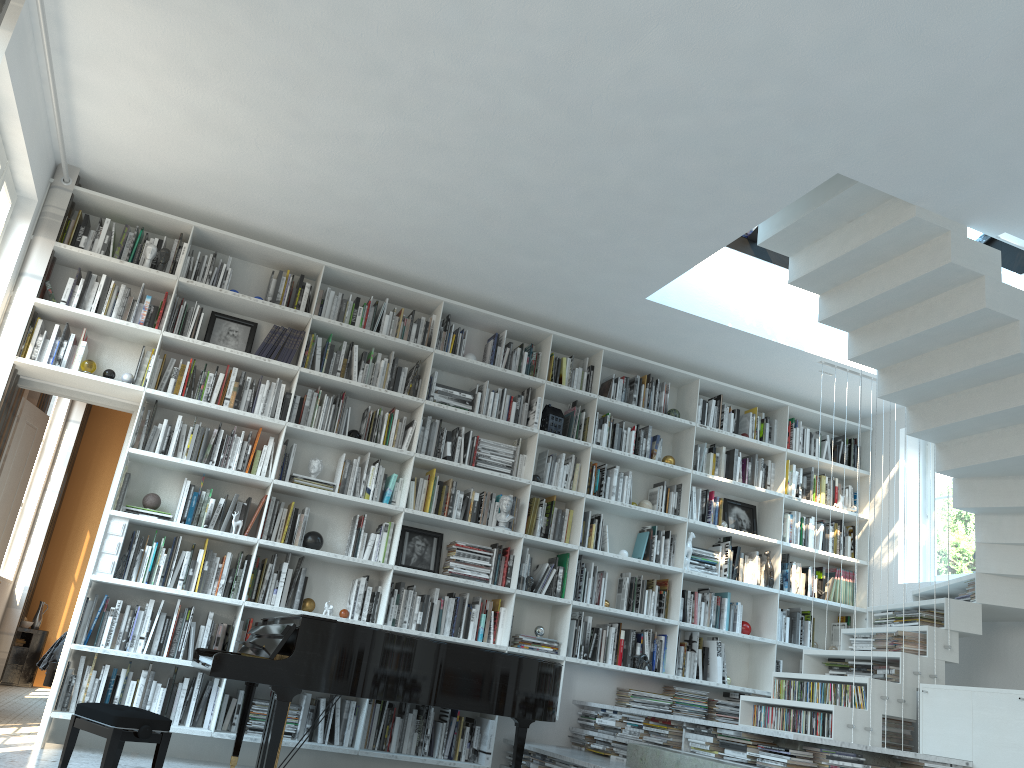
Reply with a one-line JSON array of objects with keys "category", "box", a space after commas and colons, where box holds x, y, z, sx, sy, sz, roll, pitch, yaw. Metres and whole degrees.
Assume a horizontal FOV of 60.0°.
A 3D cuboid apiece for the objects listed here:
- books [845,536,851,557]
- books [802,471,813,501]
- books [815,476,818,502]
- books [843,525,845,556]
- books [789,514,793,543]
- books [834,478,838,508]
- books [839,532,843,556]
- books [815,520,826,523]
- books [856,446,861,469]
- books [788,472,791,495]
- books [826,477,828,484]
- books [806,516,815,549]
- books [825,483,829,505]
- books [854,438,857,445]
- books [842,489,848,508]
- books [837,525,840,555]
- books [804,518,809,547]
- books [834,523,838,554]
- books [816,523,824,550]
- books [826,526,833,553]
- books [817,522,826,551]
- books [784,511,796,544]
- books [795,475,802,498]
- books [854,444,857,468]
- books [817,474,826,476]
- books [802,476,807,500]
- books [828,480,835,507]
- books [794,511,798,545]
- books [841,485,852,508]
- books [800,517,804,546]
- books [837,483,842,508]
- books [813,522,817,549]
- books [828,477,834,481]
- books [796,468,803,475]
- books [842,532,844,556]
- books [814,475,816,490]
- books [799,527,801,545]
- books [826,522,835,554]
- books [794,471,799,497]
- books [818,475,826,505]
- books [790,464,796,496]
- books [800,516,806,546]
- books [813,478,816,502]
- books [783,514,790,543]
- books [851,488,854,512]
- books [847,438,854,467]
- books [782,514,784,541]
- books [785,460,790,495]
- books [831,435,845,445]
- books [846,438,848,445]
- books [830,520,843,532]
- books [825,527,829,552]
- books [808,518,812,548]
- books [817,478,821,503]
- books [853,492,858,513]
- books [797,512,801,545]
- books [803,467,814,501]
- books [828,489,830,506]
[{"category": "books", "box": [2.661, 1.338, 7.171, 0.029, 0.194, 0.192, 15, -20, -19]}, {"category": "books", "box": [2.331, 0.834, 7.083, 0.023, 0.253, 0.190, 15, -20, -19]}, {"category": "books", "box": [2.393, 0.864, 7.117, 0.012, 0.237, 0.166, 15, -20, -19]}, {"category": "books", "box": [2.642, 1.295, 7.192, 0.013, 0.282, 0.149, 15, -19, -19]}, {"category": "books", "box": [2.144, 1.166, 7.001, 0.026, 0.255, 0.174, 15, -20, -19]}, {"category": "books", "box": [2.603, 0.924, 7.271, 0.024, 0.286, 0.163, 15, -19, -19]}, {"category": "books", "box": [2.591, 1.310, 7.148, 0.025, 0.211, 0.189, 15, -20, -19]}, {"category": "books", "box": [2.467, 1.246, 7.142, 0.024, 0.290, 0.132, 15, -19, -19]}, {"category": "books", "box": [2.840, 0.649, 7.426, 0.025, 0.236, 0.188, 15, -20, -19]}, {"category": "books", "box": [2.138, 0.804, 7.008, 0.024, 0.204, 0.166, 15, -20, -19]}, {"category": "books", "box": [2.516, 0.905, 7.249, 0.024, 0.280, 0.154, 15, -19, -19]}, {"category": "books", "box": [2.342, 1.208, 7.077, 0.030, 0.282, 0.166, 15, -19, -19]}, {"category": "books", "box": [2.503, 0.926, 7.210, 0.013, 0.212, 0.187, 15, -20, -19]}, {"category": "books", "box": [2.852, 0.624, 7.472, 0.014, 0.318, 0.144, 15, -19, -19]}, {"category": "books", "box": [2.685, 0.980, 7.284, 0.023, 0.213, 0.181, 15, -20, -19]}, {"category": "books", "box": [2.570, 1.278, 7.150, 0.028, 0.267, 0.174, 15, -19, -19]}, {"category": "books", "box": [2.296, 1.206, 7.055, 0.024, 0.258, 0.156, 15, -19, -19]}, {"category": "books", "box": [2.551, 1.269, 7.147, 0.013, 0.276, 0.188, 15, -20, -19]}, {"category": "books", "box": [2.412, 1.244, 7.091, 0.045, 0.244, 0.177, 15, -20, -19]}, {"category": "books", "box": [2.516, 1.275, 7.144, 0.025, 0.251, 0.160, 15, -19, -19]}, {"category": "books", "box": [2.442, 1.248, 7.109, 0.023, 0.257, 0.184, 15, -20, -19]}, {"category": "books", "box": [2.170, 1.154, 7.000, 0.014, 0.284, 0.186, 15, -19, -19]}, {"category": "books", "box": [2.228, 0.833, 7.035, 0.024, 0.193, 0.190, 15, -20, -19]}, {"category": "books", "box": [2.818, 0.643, 7.433, 0.014, 0.247, 0.185, 15, -20, -19]}, {"category": "books", "box": [2.493, 0.888, 7.230, 0.010, 0.294, 0.165, 15, -19, -19]}, {"category": "books", "box": [2.299, 0.852, 7.085, 0.025, 0.211, 0.135, 15, -19, -19]}, {"category": "books", "box": [2.574, 0.924, 7.247, 0.022, 0.260, 0.161, 15, -19, -19]}, {"category": "books", "box": [2.203, 1.166, 7.039, 0.022, 0.296, 0.162, 15, -19, -19]}, {"category": "books", "box": [2.729, 0.974, 7.315, 0.029, 0.257, 0.163, 15, -19, -19]}, {"category": "books", "box": [2.256, 1.195, 7.042, 0.013, 0.259, 0.158, 15, -19, -19]}, {"category": "books", "box": [2.645, 0.950, 7.278, 0.070, 0.253, 0.154, 15, -19, -19]}, {"category": "books", "box": [2.379, 1.238, 7.101, 0.012, 0.253, 0.161, 15, -19, -19]}, {"category": "books", "box": [2.584, 0.919, 7.277, 0.011, 0.293, 0.151, 15, -19, -19]}, {"category": "books", "box": [2.249, 0.810, 7.067, 0.023, 0.262, 0.158, 15, -19, -19]}, {"category": "books", "box": [2.611, 1.315, 7.166, 0.025, 0.219, 0.178, 15, -20, -19]}, {"category": "books", "box": [2.378, 0.857, 7.112, 0.022, 0.241, 0.145, 15, -19, -19]}, {"category": "books", "box": [2.227, 1.231, 7.035, 0.027, 0.179, 0.157, 15, -20, -19]}, {"category": "books", "box": [2.539, 1.264, 7.147, 0.012, 0.282, 0.152, 15, -19, -19]}, {"category": "books", "box": [2.195, 0.811, 7.034, 0.049, 0.223, 0.162, 15, -20, -19]}, {"category": "books", "box": [2.425, 0.875, 7.142, 0.042, 0.241, 0.248, 15, -20, -19]}, {"category": "books", "box": [2.168, 0.781, 7.018, 0.026, 0.262, 0.189, 15, -20, -19]}, {"category": "books", "box": [2.270, 1.197, 7.058, 0.025, 0.270, 0.153, 15, -19, -19]}, {"category": "books", "box": [2.361, 0.868, 7.096, 0.014, 0.205, 0.184, 15, -20, -19]}, {"category": "books", "box": [2.115, 1.158, 6.978, 0.023, 0.247, 0.182, 15, -20, -19]}, {"category": "books", "box": [2.760, 0.988, 7.324, 0.040, 0.245, 0.160, 15, -19, -19]}, {"category": "books", "box": [2.782, 0.608, 7.407, 0.014, 0.285, 0.190, 15, -19, -19]}, {"category": "books", "box": [2.082, 1.158, 6.996, 0.026, 0.249, 0.161, 15, -19, -19]}, {"category": "books", "box": [2.129, 0.758, 7.016, 0.010, 0.293, 0.183, 15, -19, -19]}, {"category": "books", "box": [2.730, 0.590, 7.420, 0.014, 0.312, 0.162, 15, -19, -19]}, {"category": "books", "box": [2.758, 0.609, 7.431, 0.012, 0.291, 0.140, 15, -19, -19]}, {"category": "books", "box": [2.631, 1.272, 7.203, 0.013, 0.329, 0.140, 15, -19, -19]}, {"category": "books", "box": [2.487, 1.278, 7.143, 0.028, 0.236, 0.146, 15, -19, -19]}, {"category": "books", "box": [2.318, 1.210, 7.061, 0.022, 0.262, 0.173, 15, -19, -19]}, {"category": "books", "box": [2.407, 0.872, 7.110, 0.013, 0.221, 0.175, 15, -20, -19]}, {"category": "books", "box": [2.788, 1.004, 7.312, 0.011, 0.216, 0.170, 15, -20, -19]}, {"category": "books", "box": [2.223, 1.170, 7.034, 0.012, 0.291, 0.166, 15, -19, -19]}, {"category": "books", "box": [2.353, 0.821, 7.101, 0.022, 0.295, 0.152, 15, -19, -19]}, {"category": "books", "box": [2.535, 0.959, 7.243, 0.034, 0.182, 0.157, 15, -20, -19]}]
